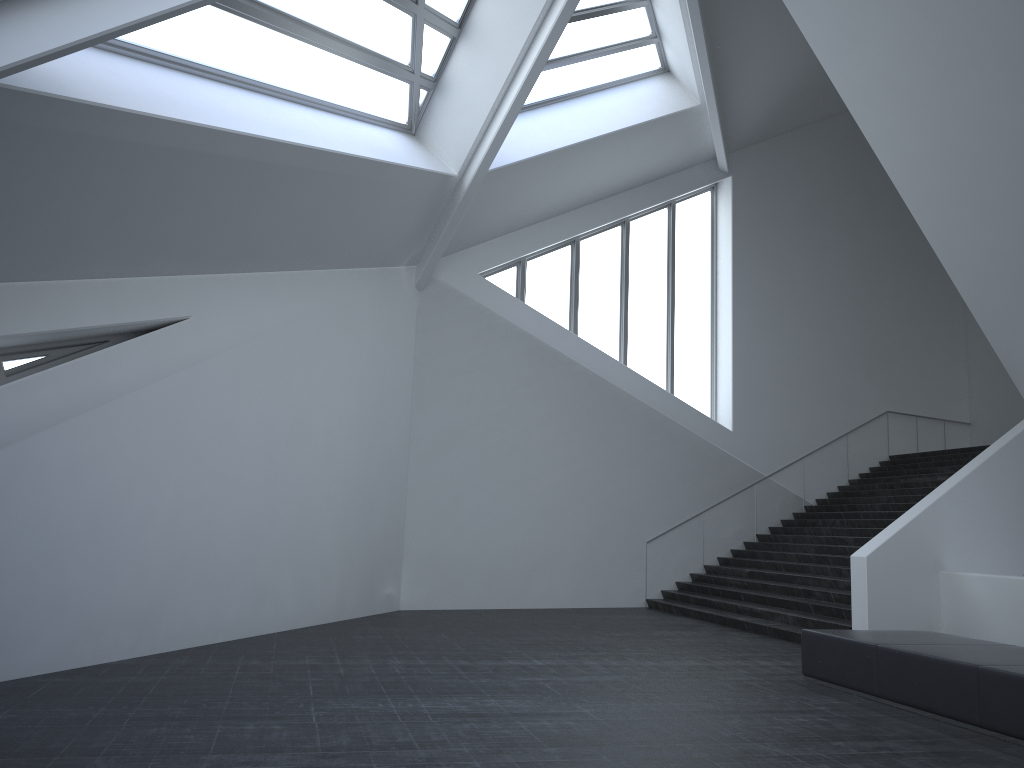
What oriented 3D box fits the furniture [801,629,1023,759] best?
[{"bbox_3d":[4.277,2.336,6.129,1.488,0.580,5.742,5,-10,-14],"label":"furniture"}]
